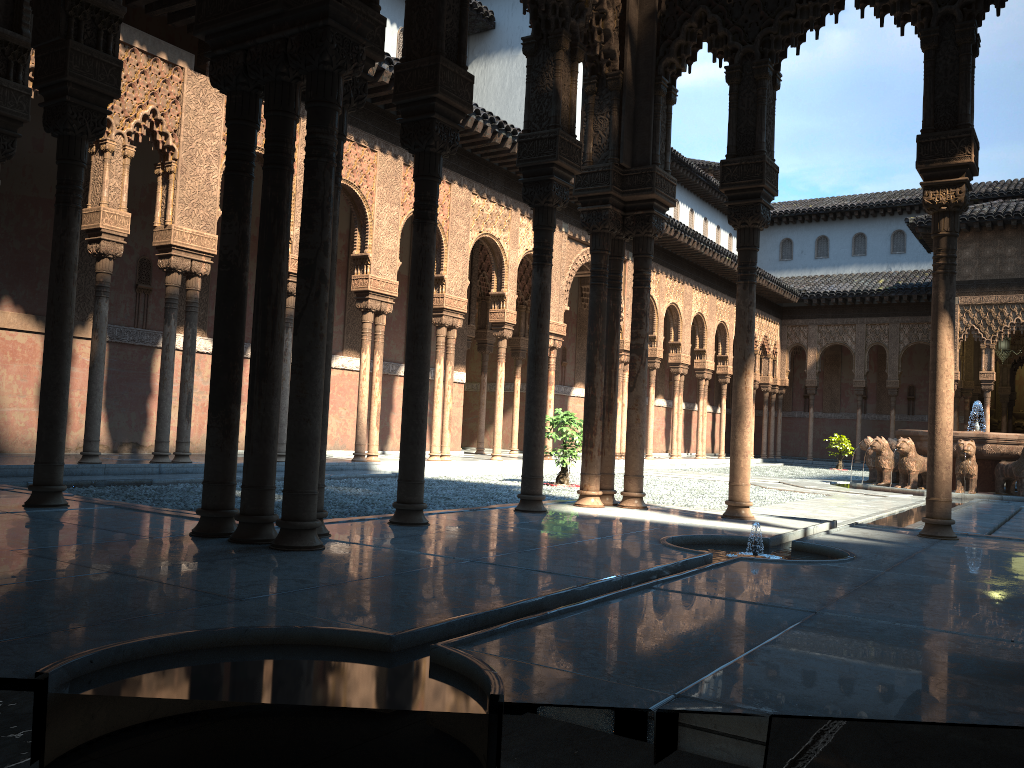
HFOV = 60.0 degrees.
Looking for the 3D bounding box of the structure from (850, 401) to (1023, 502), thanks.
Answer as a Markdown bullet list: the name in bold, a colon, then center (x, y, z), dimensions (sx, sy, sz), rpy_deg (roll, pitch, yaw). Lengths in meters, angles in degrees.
- **structure**: center (9.231, 1.323, 17.644), dimensions (4.508, 1.991, 4.508), rpy_deg (1, -3, 33)
